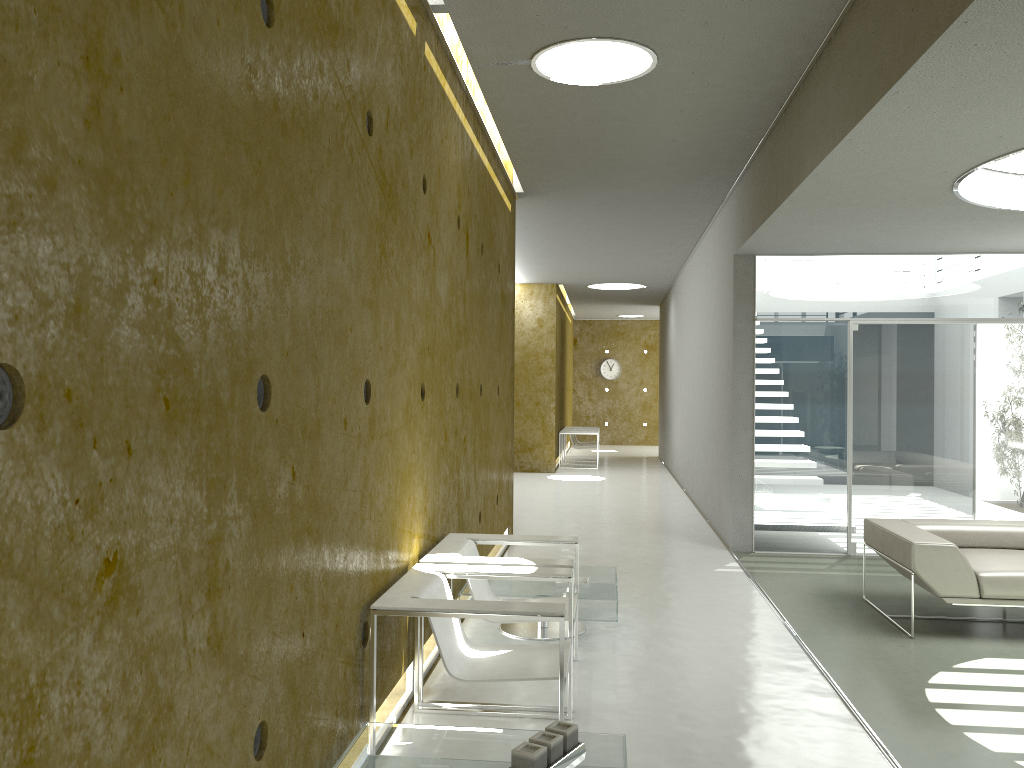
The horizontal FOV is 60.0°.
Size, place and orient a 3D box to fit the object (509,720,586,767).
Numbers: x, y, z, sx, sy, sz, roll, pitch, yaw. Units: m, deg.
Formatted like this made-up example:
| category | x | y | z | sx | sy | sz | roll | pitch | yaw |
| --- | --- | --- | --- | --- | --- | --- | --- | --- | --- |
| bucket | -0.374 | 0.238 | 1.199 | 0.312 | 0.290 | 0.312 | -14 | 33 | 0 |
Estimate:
| category | x | y | z | sx | sy | sz | roll | pitch | yaw |
| --- | --- | --- | --- | --- | --- | --- | --- | --- | --- |
| object | 0.106 | 1.134 | 2.751 | 0.118 | 0.097 | 0.326 | 0 | 0 | 31 |

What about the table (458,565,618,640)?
| category | x | y | z | sx | sy | sz | roll | pitch | yaw |
| --- | --- | --- | --- | --- | --- | --- | --- | --- | --- |
| table | 0.190 | 1.346 | 5.432 | 0.900 | 0.300 | 0.900 | 0 | 0 | 6 |

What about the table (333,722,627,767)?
| category | x | y | z | sx | sy | sz | roll | pitch | yaw |
| --- | --- | --- | --- | --- | --- | --- | --- | --- | --- |
| table | -0.112 | 1.329 | 2.600 | 0.900 | 0.300 | 0.900 | 0 | 0 | 6 |

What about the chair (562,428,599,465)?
| category | x | y | z | sx | sy | sz | roll | pitch | yaw |
| --- | --- | --- | --- | --- | --- | --- | --- | --- | --- |
| chair | 1.355 | 1.229 | 17.492 | 0.710 | 0.667 | 0.800 | 0 | 0 | 6 |

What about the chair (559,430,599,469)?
| category | x | y | z | sx | sy | sz | roll | pitch | yaw |
| --- | --- | --- | --- | --- | --- | --- | --- | --- | --- |
| chair | 1.264 | 1.224 | 16.641 | 0.710 | 0.667 | 0.800 | 0 | 0 | 6 |

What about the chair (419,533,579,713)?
| category | x | y | z | sx | sy | sz | roll | pitch | yaw |
| --- | --- | --- | --- | --- | --- | --- | --- | --- | --- |
| chair | -0.035 | 1.155 | 4.452 | 0.710 | 0.667 | 0.800 | 0 | 0 | 6 |

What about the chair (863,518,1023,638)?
| category | x | y | z | sx | sy | sz | roll | pitch | yaw |
| --- | --- | --- | --- | --- | --- | --- | --- | --- | --- |
| chair | 3.158 | 1.229 | 5.677 | 1.481 | 0.583 | 1.039 | 0 | 0 | 6 |

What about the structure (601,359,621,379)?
| category | x | y | z | sx | sy | sz | roll | pitch | yaw |
| --- | --- | --- | --- | --- | --- | --- | --- | --- | --- |
| structure | 2.584 | -0.381 | 23.130 | 0.547 | 0.539 | 0.016 | 0 | 0 | 6 |

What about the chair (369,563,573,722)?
| category | x | y | z | sx | sy | sz | roll | pitch | yaw |
| --- | --- | --- | --- | --- | --- | --- | --- | --- | --- |
| chair | -0.126 | 1.151 | 3.600 | 0.710 | 0.667 | 0.800 | 0 | 0 | 6 |

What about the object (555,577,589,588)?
| category | x | y | z | sx | sy | sz | roll | pitch | yaw |
| --- | --- | --- | --- | --- | --- | --- | --- | --- | --- |
| object | 0.361 | 1.182 | 5.284 | 0.197 | 0.029 | 0.189 | 0 | 0 | 6 |

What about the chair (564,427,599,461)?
| category | x | y | z | sx | sy | sz | roll | pitch | yaw |
| --- | --- | --- | --- | --- | --- | --- | --- | --- | --- |
| chair | 1.446 | 1.234 | 18.343 | 0.710 | 0.667 | 0.800 | 0 | 0 | 6 |
